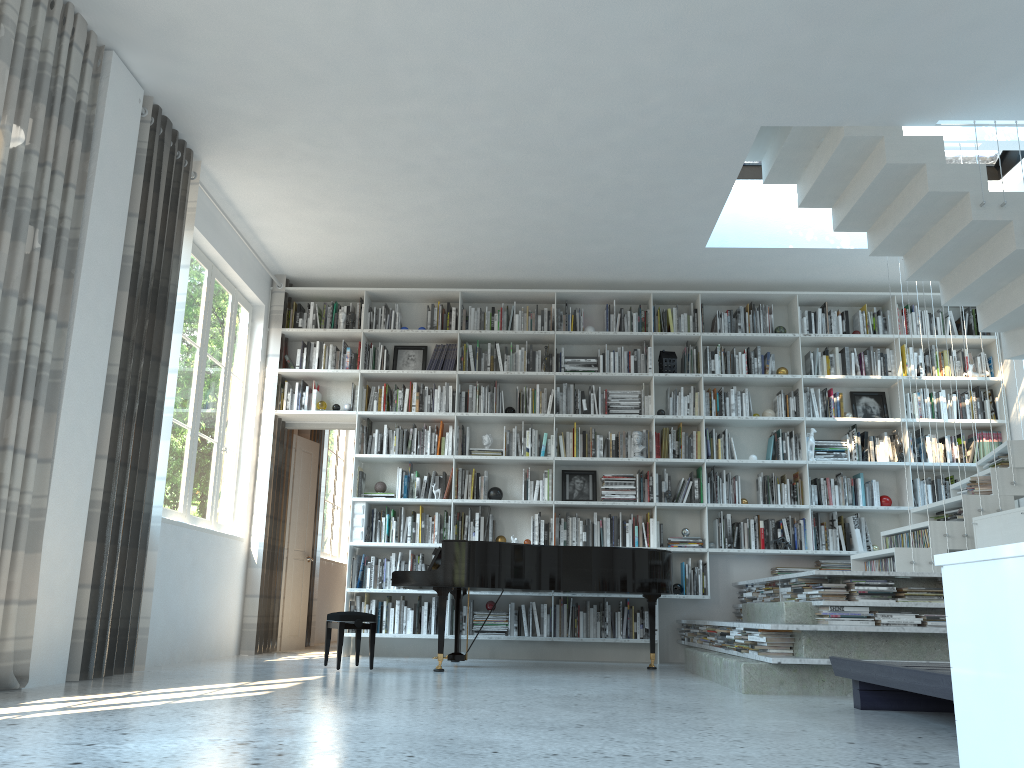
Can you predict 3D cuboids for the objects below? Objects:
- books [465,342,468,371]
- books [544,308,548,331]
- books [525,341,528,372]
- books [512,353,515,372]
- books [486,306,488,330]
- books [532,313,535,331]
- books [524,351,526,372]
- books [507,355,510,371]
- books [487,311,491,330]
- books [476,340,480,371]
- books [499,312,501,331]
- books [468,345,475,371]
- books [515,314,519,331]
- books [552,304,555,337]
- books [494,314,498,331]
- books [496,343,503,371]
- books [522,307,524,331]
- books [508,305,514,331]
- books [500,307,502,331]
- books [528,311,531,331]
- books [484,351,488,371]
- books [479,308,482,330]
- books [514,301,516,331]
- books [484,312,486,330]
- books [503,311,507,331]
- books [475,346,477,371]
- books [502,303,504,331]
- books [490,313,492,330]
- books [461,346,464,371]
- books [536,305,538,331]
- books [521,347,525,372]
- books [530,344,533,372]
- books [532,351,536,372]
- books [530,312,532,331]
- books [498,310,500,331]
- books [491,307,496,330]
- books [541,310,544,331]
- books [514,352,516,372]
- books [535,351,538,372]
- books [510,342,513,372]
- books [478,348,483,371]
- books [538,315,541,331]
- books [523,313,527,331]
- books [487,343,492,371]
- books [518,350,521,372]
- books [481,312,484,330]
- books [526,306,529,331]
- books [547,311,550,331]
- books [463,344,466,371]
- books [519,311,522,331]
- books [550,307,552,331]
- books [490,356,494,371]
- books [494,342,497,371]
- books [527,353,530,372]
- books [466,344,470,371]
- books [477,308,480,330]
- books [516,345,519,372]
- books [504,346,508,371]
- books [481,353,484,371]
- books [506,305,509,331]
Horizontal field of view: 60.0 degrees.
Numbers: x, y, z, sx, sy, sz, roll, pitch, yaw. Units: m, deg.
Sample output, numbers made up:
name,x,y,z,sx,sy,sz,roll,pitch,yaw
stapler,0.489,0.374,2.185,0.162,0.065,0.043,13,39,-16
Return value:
name,x,y,z,sx,sy,sz,roll,pitch,yaw
books,-0.400,-0.203,7.872,0.014,0.308,0.130,1,-14,2
books,0.301,-0.530,7.919,0.029,0.260,0.152,1,-14,2
books,0.128,-0.207,7.826,0.011,0.312,0.184,1,-14,2
books,0.012,-0.151,7.849,0.024,0.211,0.128,1,-14,2
books,-0.224,-0.541,7.925,0.010,0.263,0.161,1,-14,2
books,0.192,-0.510,7.886,0.026,0.199,0.187,1,-14,2
books,0.115,-0.164,7.826,0.013,0.230,0.142,1,-14,2
books,-0.027,-0.142,7.822,0.028,0.179,0.168,1,-14,2
books,-0.206,-0.520,7.946,0.025,0.234,0.130,1,-14,2
books,-0.300,-0.213,7.838,0.012,0.314,0.172,1,-14,2
books,-0.105,-0.517,7.912,0.011,0.215,0.160,1,-14,2
books,-0.350,-0.190,7.851,0.067,0.273,0.168,1,-14,2
books,0.046,-0.502,7.907,0.031,0.189,0.182,1,-14,2
books,0.368,-0.547,7.903,0.026,0.288,0.176,1,-14,2
books,-0.139,-0.508,7.922,0.030,0.201,0.152,1,-14,2
books,-0.104,-0.196,7.829,0.075,0.285,0.179,1,-14,2
books,0.096,-0.537,7.924,0.014,0.268,0.156,1,-14,2
books,-0.009,-0.544,7.913,0.052,0.272,0.173,1,-14,2
books,-0.093,-0.534,7.917,0.013,0.251,0.184,1,-14,2
books,0.156,-0.520,7.906,0.021,0.228,0.161,1,-14,2
books,-0.227,-0.164,7.832,0.029,0.218,0.158,1,-14,2
books,-0.279,-0.536,7.923,0.012,0.249,0.174,1,-14,2
books,0.025,-0.561,7.930,0.014,0.314,0.166,1,-14,2
books,-0.237,-0.514,7.917,0.014,0.207,0.167,1,-14,2
books,-0.061,-0.522,7.927,0.029,0.235,0.130,1,-14,2
books,-0.312,-0.184,7.840,0.011,0.259,0.157,1,-14,2
books,-0.081,-0.556,7.924,0.010,0.298,0.151,1,-14,2
books,-0.188,-0.513,7.935,0.012,0.215,0.150,1,-14,2
books,-0.433,-0.187,7.832,0.023,0.255,0.175,1,-14,2
books,0.223,-0.546,7.913,0.013,0.285,0.160,1,-14,2
books,0.095,-0.178,7.834,0.028,0.260,0.136,1,-14,2
books,0.169,-0.189,7.844,0.022,0.289,0.147,1,-14,2
books,0.193,-0.159,7.815,0.030,0.217,0.183,1,-14,2
books,0.172,-0.512,7.891,0.013,0.206,0.178,1,-14,2
books,-0.117,-0.524,7.922,0.013,0.234,0.155,1,-14,2
books,-0.168,-0.538,7.940,0.028,0.267,0.152,1,-14,2
books,0.272,-0.521,7.909,0.026,0.236,0.149,1,-14,2
books,0.028,-0.155,7.823,0.010,0.208,0.174,1,-14,2
books,0.219,-0.160,7.818,0.022,0.222,0.161,1,-14,2
books,-0.006,-0.204,7.836,0.012,0.307,0.145,1,-14,2
books,-0.280,-0.177,7.830,0.031,0.241,0.182,1,-14,2
books,0.243,-0.499,7.894,0.031,0.184,0.177,1,-14,2
books,0.117,-0.508,7.925,0.029,0.213,0.142,1,-14,2
books,-0.200,-0.199,7.840,0.023,0.292,0.156,1,-14,2
books,0.070,-0.166,7.813,0.021,0.225,0.192,1,-14,2
books,-0.259,-0.518,7.905,0.029,0.207,0.179,1,-14,2
books,0.138,-0.540,7.904,0.014,0.265,0.192,1,-14,2
books,0.327,-0.518,7.894,0.026,0.224,0.172,1,-14,2
books,-0.414,-0.196,7.849,0.013,0.282,0.159,1,-14,2
books,0.075,-0.522,7.920,0.026,0.235,0.134,1,-14,2
books,0.348,-0.536,7.906,0.014,0.266,0.172,1,-14,2
books,-0.172,-0.142,7.835,0.034,0.180,0.160,1,-14,2
books,-0.147,-0.205,7.858,0.013,0.314,0.135,1,-14,2
books,0.145,-0.153,7.834,0.024,0.213,0.150,1,-14,2
books,-0.389,-0.198,7.847,0.010,0.286,0.148,1,-14,2
books,-0.296,-0.535,7.928,0.023,0.250,0.171,1,-14,2
books,0.048,-0.190,7.844,0.026,0.285,0.138,1,-14,2
books,-0.053,-0.182,7.839,0.027,0.264,0.169,1,-14,2
books,-0.253,-0.154,7.838,0.024,0.201,0.154,1,-14,2
books,-0.041,-0.546,7.917,0.013,0.275,0.165,1,-14,2
